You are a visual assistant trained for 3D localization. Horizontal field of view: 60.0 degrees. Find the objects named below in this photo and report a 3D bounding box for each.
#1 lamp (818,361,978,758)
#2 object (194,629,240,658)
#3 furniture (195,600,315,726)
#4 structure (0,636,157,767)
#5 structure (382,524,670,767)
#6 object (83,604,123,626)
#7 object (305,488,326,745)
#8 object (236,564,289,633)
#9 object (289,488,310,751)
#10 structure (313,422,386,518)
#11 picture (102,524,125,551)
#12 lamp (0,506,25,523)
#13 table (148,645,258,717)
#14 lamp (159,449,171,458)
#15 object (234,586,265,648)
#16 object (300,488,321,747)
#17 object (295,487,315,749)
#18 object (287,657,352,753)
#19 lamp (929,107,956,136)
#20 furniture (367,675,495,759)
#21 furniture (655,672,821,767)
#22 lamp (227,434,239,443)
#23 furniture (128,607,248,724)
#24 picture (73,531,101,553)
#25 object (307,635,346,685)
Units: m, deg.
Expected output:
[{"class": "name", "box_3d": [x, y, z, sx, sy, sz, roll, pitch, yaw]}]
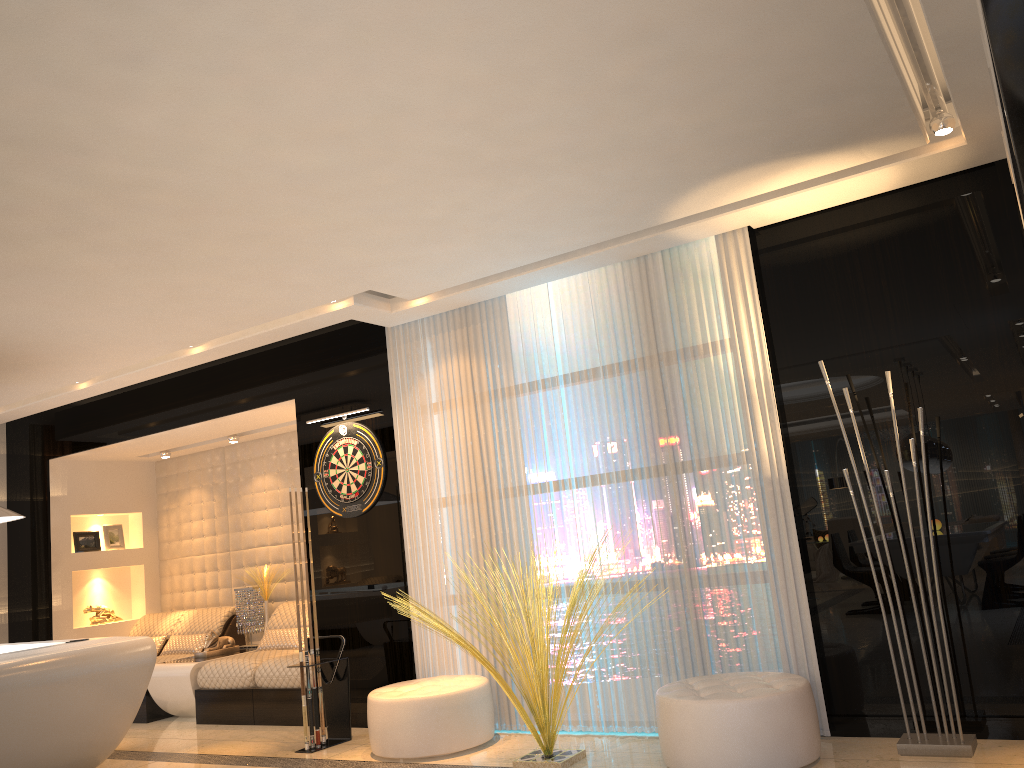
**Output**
[{"class": "lamp", "box_3d": [1.782, 0.739, 4.066, 0.418, 1.801, 0.200, -12, -12, 31]}, {"class": "object", "box_3d": [-2.499, 2.177, 7.503, 0.155, 0.217, 0.344, -12, -12, 31]}, {"class": "furniture", "box_3d": [-1.642, 2.158, 7.039, 1.312, 0.810, 1.107, -12, -12, 31]}, {"class": "structure", "box_3d": [-3.779, 2.110, 5.436, 2.912, 0.812, 1.659, -12, -12, 31]}, {"class": "structure", "box_3d": [0.043, 1.337, 4.437, 1.275, 1.142, 1.282, -4, -10, -12]}, {"class": "object", "box_3d": [-3.930, 2.216, 8.537, 0.124, 0.202, 0.409, -13, -12, 34]}, {"class": "object", "box_3d": [-1.256, 1.463, 5.654, 0.027, 1.605, 0.026, -3, -11, -20]}, {"class": "object", "box_3d": [-2.139, 1.928, 7.744, 0.390, 0.718, 0.388, -11, -11, 22]}, {"class": "object", "box_3d": [-1.333, 1.448, 5.533, 0.027, 1.605, 0.026, -3, -11, -20]}, {"class": "structure", "box_3d": [-1.143, 0.600, 6.206, 0.669, 0.669, 0.048, -12, -12, 31]}, {"class": "picture", "box_3d": [-3.917, 1.512, 8.717, 0.094, 0.262, 0.211, -12, -12, 30]}, {"class": "lamp", "box_3d": [-3.958, 0.455, 5.746, 1.578, 0.995, 0.939, -13, -12, 31]}, {"class": "table", "box_3d": [-2.425, 2.510, 7.493, 0.608, 0.457, 1.143, -12, -12, 31]}, {"class": "lamp", "box_3d": [-3.346, 0.653, 8.556, 0.107, 0.127, 0.107, -9, -10, 12]}, {"class": "object", "box_3d": [-2.342, 2.076, 7.919, 0.247, 0.522, 0.124, -12, -12, 31]}, {"class": "object", "box_3d": [-1.282, 1.458, 5.614, 0.027, 1.605, 0.026, -3, -11, -20]}, {"class": "object", "box_3d": [-1.308, 1.452, 5.574, 0.027, 1.605, 0.026, -3, -11, -20]}, {"class": "object", "box_3d": [-1.206, 1.998, 5.543, 0.261, 0.508, 0.325, -12, -12, 31]}, {"class": "lamp", "box_3d": [1.897, -1.164, 3.917, 0.107, 0.127, 0.107, -9, -10, 12]}, {"class": "furniture", "box_3d": [-0.474, 1.929, 5.190, 0.735, 0.357, 0.735, -13, -12, 33]}, {"class": "furniture", "box_3d": [1.049, 1.573, 4.153, 0.735, 0.357, 0.735, -7, -10, 3]}, {"class": "lamp", "box_3d": [-2.533, 0.473, 8.060, 0.107, 0.127, 0.107, -9, -10, 12]}, {"class": "furniture", "box_3d": [-3.242, 2.512, 8.016, 1.312, 0.810, 1.107, -12, -12, 31]}, {"class": "picture", "box_3d": [-4.067, 1.512, 8.475, 0.090, 0.209, 0.264, -12, -12, 31]}, {"class": "object", "box_3d": [-1.184, 1.764, 5.665, 0.330, 0.297, 0.032, -12, -12, 31]}]
